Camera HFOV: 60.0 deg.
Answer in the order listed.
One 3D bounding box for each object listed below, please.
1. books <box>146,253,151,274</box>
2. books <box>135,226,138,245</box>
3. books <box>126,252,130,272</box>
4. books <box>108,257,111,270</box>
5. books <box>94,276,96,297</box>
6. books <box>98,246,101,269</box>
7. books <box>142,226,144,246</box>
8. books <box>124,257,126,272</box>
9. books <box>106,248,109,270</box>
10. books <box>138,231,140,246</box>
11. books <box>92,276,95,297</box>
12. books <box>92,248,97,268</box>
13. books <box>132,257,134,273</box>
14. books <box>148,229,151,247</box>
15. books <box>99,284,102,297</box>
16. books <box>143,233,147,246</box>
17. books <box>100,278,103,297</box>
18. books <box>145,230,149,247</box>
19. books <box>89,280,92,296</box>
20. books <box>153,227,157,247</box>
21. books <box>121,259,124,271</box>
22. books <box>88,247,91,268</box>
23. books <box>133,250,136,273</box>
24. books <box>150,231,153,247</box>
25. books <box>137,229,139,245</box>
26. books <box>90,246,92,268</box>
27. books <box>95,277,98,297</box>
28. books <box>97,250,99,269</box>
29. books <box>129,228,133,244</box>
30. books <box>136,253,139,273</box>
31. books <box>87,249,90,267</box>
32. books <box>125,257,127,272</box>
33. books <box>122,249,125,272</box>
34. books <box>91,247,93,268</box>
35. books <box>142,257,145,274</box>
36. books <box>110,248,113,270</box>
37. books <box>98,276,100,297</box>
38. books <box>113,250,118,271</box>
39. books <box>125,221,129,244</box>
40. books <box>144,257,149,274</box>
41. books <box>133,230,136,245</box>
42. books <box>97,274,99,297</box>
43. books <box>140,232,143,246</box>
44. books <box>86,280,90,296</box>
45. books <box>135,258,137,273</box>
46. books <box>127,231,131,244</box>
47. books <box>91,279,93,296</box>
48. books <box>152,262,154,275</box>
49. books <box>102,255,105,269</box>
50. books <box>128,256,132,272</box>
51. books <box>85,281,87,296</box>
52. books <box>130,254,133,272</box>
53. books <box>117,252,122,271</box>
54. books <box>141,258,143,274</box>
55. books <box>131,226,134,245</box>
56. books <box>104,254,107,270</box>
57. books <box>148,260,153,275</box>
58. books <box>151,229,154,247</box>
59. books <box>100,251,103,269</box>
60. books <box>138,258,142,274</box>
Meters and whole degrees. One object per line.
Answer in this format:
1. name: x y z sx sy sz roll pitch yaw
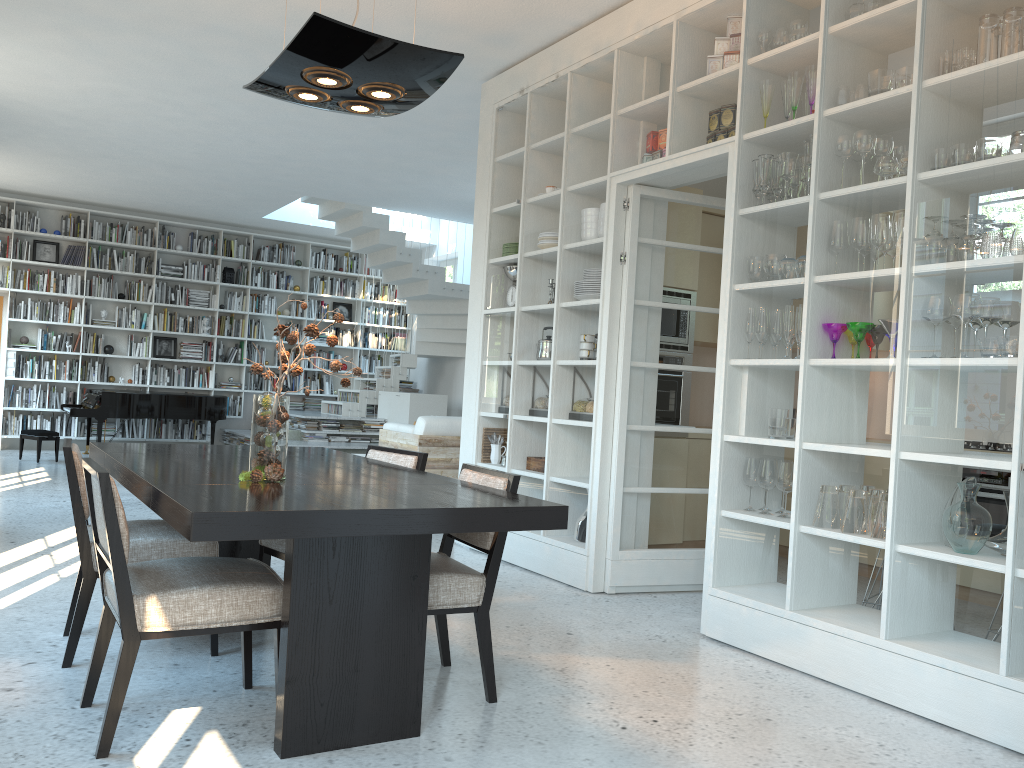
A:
1. books: -4.926 -1.613 11.980 0.058 0.302 0.175 3 0 -31
2. books: -5.044 -1.971 11.889 0.014 0.266 0.192 3 0 -31
3. books: -5.149 -1.619 11.865 0.026 0.286 0.137 3 0 -31
4. books: -5.338 -1.579 11.749 0.034 0.180 0.160 3 0 -31
5. books: -5.487 -1.270 11.653 0.012 0.276 0.157 3 0 -31
6. books: -5.434 -1.653 11.666 0.012 0.315 0.171 3 0 -31
7. books: -4.977 -1.976 11.941 0.013 0.285 0.159 3 0 -31
8. books: -5.188 -1.585 11.858 0.024 0.212 0.128 3 0 -31
9. books: -5.353 -1.637 11.725 0.023 0.293 0.155 3 0 -31
10. books: -5.014 -1.939 11.903 0.013 0.207 0.178 3 0 -31
11. books: -5.505 -1.272 11.647 0.026 0.279 0.151 3 0 -31
12. books: -5.487 -1.636 11.655 0.067 0.274 0.168 3 0 -31
13. books: -5.088 -1.588 11.893 0.013 0.231 0.141 3 0 -31
14. books: -4.918 -1.959 11.992 0.030 0.261 0.151 3 0 -31
15. books: -5.440 -1.222 11.695 0.029 0.187 0.149 3 0 -31
16. books: -4.958 -1.924 11.947 0.031 0.185 0.176 3 0 -31
17. books: -5.410 -1.258 11.683 0.009 0.263 0.189 3 0 -31
18. books: -4.938 -1.949 11.970 0.026 0.237 0.149 3 0 -31
19. books: -5.549 -1.245 11.645 0.024 0.219 0.140 3 0 -31
20. books: -4.850 -1.969 12.012 0.026 0.288 0.176 3 0 -31
21. books: -5.208 -1.570 11.817 0.028 0.180 0.168 3 0 -31
22. books: -5.538 -1.644 11.617 0.013 0.283 0.158 3 0 -31
23. books: -5.069 -1.628 11.890 0.011 0.313 0.183 3 0 -31
24. books: -4.884 -1.939 11.988 0.026 0.225 0.172 3 0 -31
25. books: -5.034 -1.951 11.904 0.021 0.228 0.161 3 0 -31
26. books: -5.537 -1.657 11.642 0.014 0.309 0.130 3 0 -31
27. books: -5.473 -1.262 11.663 0.024 0.262 0.177 3 0 -31
28. books: -5.450 -1.626 11.668 0.011 0.260 0.157 3 0 -31
29. books: -5.109 -1.959 11.872 0.026 0.236 0.134 3 0 -31
30. books: -5.048 -1.615 11.931 0.022 0.290 0.146 3 0 -31
31. books: -5.547 -1.631 11.596 0.023 0.256 0.174 3 0 -31
32. books: -5.160 -1.581 11.844 0.010 0.208 0.173 3 0 -31
33. books: -5.188 -1.633 11.827 0.012 0.308 0.145 3 0 -31
34. books: -5.516 -1.645 11.629 0.010 0.287 0.148 3 0 -31
35. books: -4.985 -1.583 11.969 0.025 0.237 0.153 3 0 -31
36. books: -5.318 -1.645 11.768 0.013 0.315 0.135 3 0 -31
37. books: -5.445 -1.271 11.670 0.010 0.283 0.183 3 0 -31
38. books: -5.268 -1.627 11.769 0.075 0.285 0.178 3 0 -31
39. books: -5.149 -2.002 11.845 0.014 0.315 0.166 3 0 -31
40. books: -4.940 -1.594 11.973 0.055 0.264 0.166 3 0 -31
41. books: -5.079 -1.946 11.901 0.029 0.213 0.141 3 0 -31
42. books: -5.464 -1.288 11.683 0.011 0.317 0.154 3 0 -31
43. books: -4.996 -1.934 11.910 0.026 0.200 0.187 3 0 -31
44. books: -5.572 -1.249 11.632 0.029 0.225 0.136 3 0 -31
45. books: -5.068 -1.577 11.917 0.024 0.213 0.150 3 0 -31
46. books: -5.130 -1.938 11.850 0.031 0.190 0.181 3 0 -31
47. books: -5.526 -1.254 11.643 0.012 0.240 0.134 3 0 -31
48. books: -4.889 -1.555 12.042 0.019 0.194 0.098 3 0 -31
49. books: -5.404 -1.594 11.704 0.024 0.201 0.153 3 0 -31
50. books: -5.118 -1.587 11.856 0.021 0.226 0.191 3 0 -31
51. books: -5.578 -1.241 11.600 0.015 0.208 0.186 3 0 -31
52. books: -5.106 -1.604 11.885 0.028 0.261 0.135 3 0 -31
53. books: -5.233 -1.614 11.808 0.027 0.265 0.168 3 0 -31
54. books: -4.997 -1.577 11.943 0.022 0.222 0.161 3 0 -31
55. books: -5.091 -1.975 11.883 0.014 0.269 0.156 3 0 -31
56. books: -5.378 -1.601 11.712 0.029 0.219 0.157 3 0 -31
57. books: -4.905 -1.565 12.024 0.028 0.212 0.134 3 0 -31
58. books: -4.870 -1.959 12.005 0.014 0.267 0.171 3 0 -31
59. books: -5.419 -1.615 11.679 0.031 0.242 0.181 3 0 -31
60. books: -5.017 -1.576 11.927 0.030 0.218 0.182 3 0 -31
